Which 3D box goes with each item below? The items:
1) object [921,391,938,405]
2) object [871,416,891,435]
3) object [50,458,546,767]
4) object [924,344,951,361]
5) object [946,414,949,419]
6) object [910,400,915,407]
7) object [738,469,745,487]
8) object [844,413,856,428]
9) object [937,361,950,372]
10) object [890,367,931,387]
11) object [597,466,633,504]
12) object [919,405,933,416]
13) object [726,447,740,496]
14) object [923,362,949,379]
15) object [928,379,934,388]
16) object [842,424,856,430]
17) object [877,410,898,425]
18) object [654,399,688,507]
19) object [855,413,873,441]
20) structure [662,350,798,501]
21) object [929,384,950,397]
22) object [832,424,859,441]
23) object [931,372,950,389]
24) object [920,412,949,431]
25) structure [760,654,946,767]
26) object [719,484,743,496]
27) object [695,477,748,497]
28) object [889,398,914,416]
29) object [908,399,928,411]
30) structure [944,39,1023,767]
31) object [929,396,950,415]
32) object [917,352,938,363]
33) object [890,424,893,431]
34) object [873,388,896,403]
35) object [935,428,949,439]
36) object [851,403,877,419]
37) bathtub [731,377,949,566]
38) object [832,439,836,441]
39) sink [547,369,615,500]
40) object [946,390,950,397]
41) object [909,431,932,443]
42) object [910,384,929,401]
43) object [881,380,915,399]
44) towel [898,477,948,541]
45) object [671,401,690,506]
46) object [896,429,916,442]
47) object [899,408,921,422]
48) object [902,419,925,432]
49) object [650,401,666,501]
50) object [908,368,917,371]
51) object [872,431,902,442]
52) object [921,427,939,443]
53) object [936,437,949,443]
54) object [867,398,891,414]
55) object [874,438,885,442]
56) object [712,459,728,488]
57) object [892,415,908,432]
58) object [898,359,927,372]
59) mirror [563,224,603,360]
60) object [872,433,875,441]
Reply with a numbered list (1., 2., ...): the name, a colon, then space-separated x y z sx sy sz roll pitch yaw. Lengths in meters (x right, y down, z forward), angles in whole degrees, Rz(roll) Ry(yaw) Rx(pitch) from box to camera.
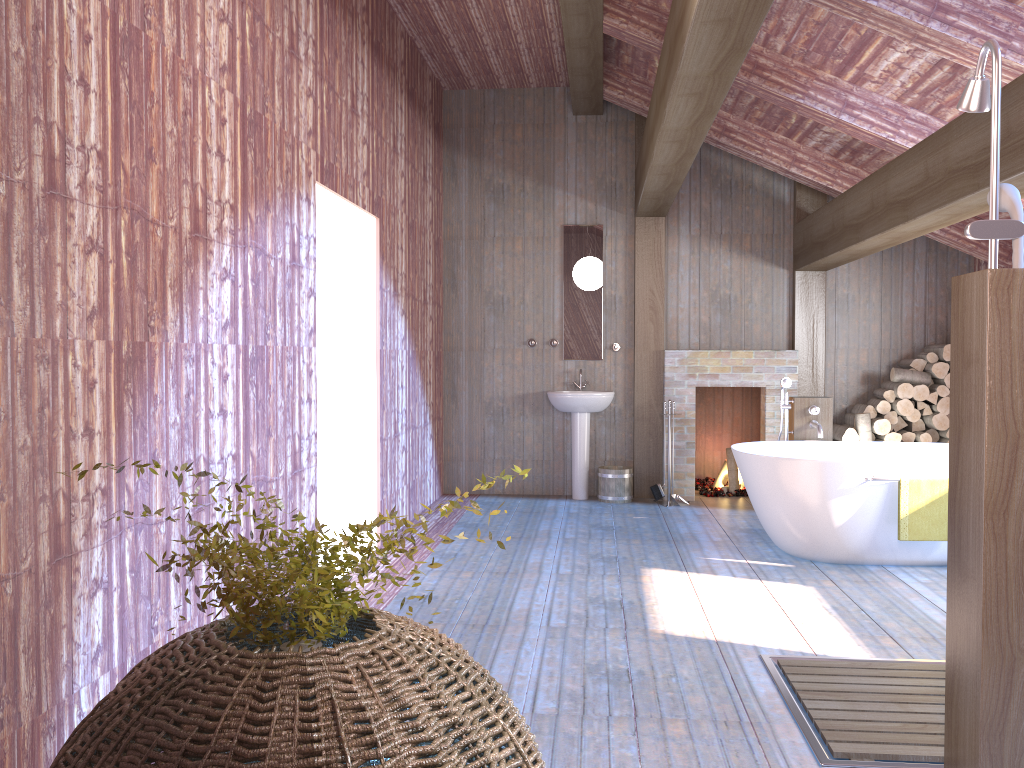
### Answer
1. object: 3.411 0.116 7.377 0.109 0.124 0.424 0 2 5
2. object: 3.031 0.338 7.422 0.138 0.147 0.440 0 2 6
3. object: -0.380 0.672 1.607 0.972 1.073 0.970 0 2 -14
4. object: 3.569 -0.260 7.373 0.135 0.139 0.456 0 2 7
5. object: 3.593 0.263 7.354 0.111 0.118 0.302 0 2 5
6. object: 3.293 0.163 7.376 0.057 0.061 0.156 0 2 5
7. object: 2.131 0.805 8.258 0.140 0.459 0.266 1 2 23
8. object: 2.922 0.310 7.541 0.108 0.113 0.302 0 2 6
9. object: 3.619 -0.168 7.353 0.141 0.143 0.437 0 2 4
10. object: 3.274 -0.057 7.286 0.302 0.157 0.121 0 2 6
11. object: 0.892 0.866 7.655 0.309 0.290 0.308 1 2 16
12. object: 3.416 0.206 7.386 0.085 0.096 0.280 0 2 6
13. object: 2.002 0.796 8.041 0.098 0.434 0.283 0 2 4
14. object: 3.483 -0.122 7.385 0.139 0.148 0.458 0 2 6
15. object: 3.438 -0.020 7.471 0.121 0.124 0.291 0 2 6
16. object: 2.880 0.392 7.546 0.099 0.093 0.280 0 2 6
17. object: 3.121 0.273 7.421 0.111 0.113 0.301 0 2 5
18. object: 1.310 0.573 7.530 0.333 0.888 0.276 -2 2 -43
19. object: 2.885 0.385 7.265 0.147 0.298 0.109 0 2 8
20. structure: 1.882 0.367 7.710 1.130 1.330 0.226 0 2 5
21. object: 3.500 0.046 7.366 0.102 0.109 0.438 0 2 6
22. object: 2.778 0.419 7.458 0.139 0.137 0.455 0 2 4
23. object: 3.579 -0.032 7.361 0.143 0.151 0.440 0 2 6
24. object: 3.479 0.298 7.379 0.141 0.143 0.437 0 2 4
25. structure: 1.481 1.170 3.146 1.000 0.067 1.000 0 2 5
26. object: 1.995 0.960 8.055 0.278 0.084 0.085 -1 2 -38
27. object: 2.042 0.964 8.363 0.829 0.085 0.935 0 2 -12
28. object: 3.200 0.183 7.399 0.141 0.143 0.437 0 2 4
29. object: 3.369 0.171 7.384 0.088 0.092 0.280 0 2 6
30. structure: 1.450 0.074 2.570 0.328 2.209 0.522 1 2 26
31. object: 3.522 0.174 7.372 0.136 0.157 0.439 0 2 6
32. object: 3.448 -0.220 7.357 0.094 0.097 0.227 0 2 6
33. object: 3.127 0.354 7.423 0.064 0.068 0.174 0 2 5
34. object: 3.117 0.093 7.415 0.106 0.112 0.282 0 2 6
35. object: 3.592 0.391 7.347 0.114 0.113 0.301 0 2 3
36. object: 2.963 0.227 7.466 0.114 0.113 0.301 0 2 3
37. bathtub: 2.382 0.528 5.589 1.935 1.109 1.460 1 2 27
38. object: 2.771 0.549 7.452 0.137 0.133 0.437 0 2 4
39. sink: 0.595 0.442 7.696 0.582 1.143 0.475 0 2 5
40. object: 3.572 0.094 7.343 0.095 0.090 0.278 0 2 7
41. object: 3.363 0.436 7.392 0.098 0.100 0.437 0 2 4
42. object: 3.327 0.060 7.389 0.138 0.147 0.440 0 2 6
43. object: 3.213 0.046 7.399 0.135 0.145 0.439 0 2 6
44. towel: 2.376 0.709 5.020 0.370 0.361 0.032 0 2 2
45. object: 1.379 0.578 7.459 0.126 0.871 0.206 -1 2 -42
46. object: 3.261 0.439 7.407 0.114 0.120 0.303 0 2 6
47. object: 3.297 0.248 7.390 0.115 0.123 0.291 0 2 6
48. object: 3.378 0.337 7.488 0.104 0.127 0.321 0 2 6
49. object: 1.234 0.564 7.485 0.136 0.846 0.062 0 2 -13
50. object: 3.319 -0.068 7.480 0.113 0.130 0.291 0 2 7
51. object: 3.120 0.447 7.432 0.139 0.148 0.458 0 2 6
52. object: 3.484 0.424 7.481 0.116 0.118 0.289 0 2 3
53. object: 3.593 0.499 7.345 0.116 0.117 0.289 0 2 3
54. object: 3.062 0.184 7.407 0.115 0.123 0.291 0 2 6
55. object: 3.000 0.540 7.455 0.155 0.174 0.483 0 2 4
56. object: 1.963 0.847 8.212 0.221 0.306 0.121 1 2 33
57. object: 3.229 0.322 7.500 0.128 0.150 0.323 0 2 6
58. object: 3.372 -0.153 7.473 0.140 0.121 0.319 0 2 7
59. mirror: 0.631 -0.809 7.864 0.350 1.199 0.009 0 2 5
60. object: 2.977 0.433 7.523 0.121 0.124 0.291 0 2 6
